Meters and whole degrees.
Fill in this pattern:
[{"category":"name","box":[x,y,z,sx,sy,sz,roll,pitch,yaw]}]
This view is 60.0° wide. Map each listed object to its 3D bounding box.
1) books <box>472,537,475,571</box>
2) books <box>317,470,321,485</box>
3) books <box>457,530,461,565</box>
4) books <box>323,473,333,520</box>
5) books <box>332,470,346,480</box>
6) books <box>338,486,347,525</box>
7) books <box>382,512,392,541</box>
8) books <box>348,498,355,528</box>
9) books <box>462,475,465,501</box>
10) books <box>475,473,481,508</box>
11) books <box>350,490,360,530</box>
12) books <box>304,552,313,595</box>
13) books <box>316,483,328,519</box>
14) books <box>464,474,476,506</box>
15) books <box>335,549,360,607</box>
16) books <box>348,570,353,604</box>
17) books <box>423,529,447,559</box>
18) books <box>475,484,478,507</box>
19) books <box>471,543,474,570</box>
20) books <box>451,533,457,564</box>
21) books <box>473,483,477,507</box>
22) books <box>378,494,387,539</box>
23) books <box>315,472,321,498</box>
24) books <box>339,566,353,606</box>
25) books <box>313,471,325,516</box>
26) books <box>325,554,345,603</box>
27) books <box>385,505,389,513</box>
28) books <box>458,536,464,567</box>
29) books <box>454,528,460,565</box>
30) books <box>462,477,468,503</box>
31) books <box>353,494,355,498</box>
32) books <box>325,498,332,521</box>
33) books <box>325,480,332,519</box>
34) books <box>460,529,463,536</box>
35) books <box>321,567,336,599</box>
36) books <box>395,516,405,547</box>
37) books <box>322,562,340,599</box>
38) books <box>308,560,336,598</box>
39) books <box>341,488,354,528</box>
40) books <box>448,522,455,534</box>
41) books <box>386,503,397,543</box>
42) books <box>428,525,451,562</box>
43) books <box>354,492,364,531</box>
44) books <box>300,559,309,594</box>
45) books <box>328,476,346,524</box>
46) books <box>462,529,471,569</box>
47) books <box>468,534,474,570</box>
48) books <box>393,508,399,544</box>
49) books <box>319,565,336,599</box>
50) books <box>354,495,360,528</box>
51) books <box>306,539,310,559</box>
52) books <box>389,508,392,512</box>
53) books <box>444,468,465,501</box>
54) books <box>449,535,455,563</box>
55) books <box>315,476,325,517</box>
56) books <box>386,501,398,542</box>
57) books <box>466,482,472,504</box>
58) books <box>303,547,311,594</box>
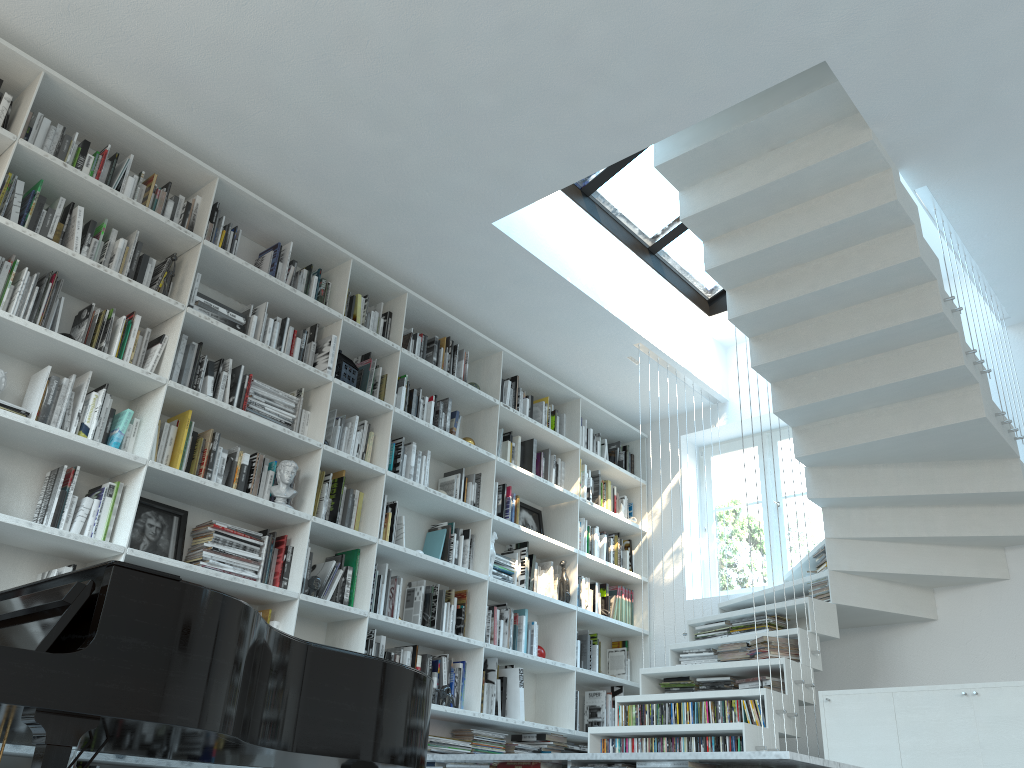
[{"category":"books","box":[-0.281,1.031,5.198,0.159,0.244,0.010,-18,-33,37]},{"category":"books","box":[-1.034,0.577,4.430,0.145,0.292,0.036,-18,-33,37]},{"category":"books","box":[-0.366,0.979,5.119,0.152,0.258,0.015,-18,-33,37]},{"category":"books","box":[-0.985,0.604,4.480,0.164,0.292,0.019,-18,-33,37]},{"category":"books","box":[-0.938,0.614,4.544,0.169,0.336,0.022,-18,-33,37]},{"category":"books","box":[-0.930,0.660,4.540,0.175,0.252,0.033,-18,-33,37]},{"category":"books","box":[-0.719,0.791,4.710,0.191,0.191,0.017,-18,-34,37]},{"category":"books","box":[-0.888,0.695,4.551,0.181,0.203,0.034,-18,-34,37]},{"category":"books","box":[-0.352,0.661,5.285,0.152,0.242,0.016,-18,-33,37]},{"category":"books","box":[-0.261,0.684,5.360,0.182,0.276,0.005,-18,-33,37]},{"category":"books","box":[-0.866,0.690,4.607,0.143,0.265,0.032,-18,-33,37]},{"category":"books","box":[-1.034,0.947,4.303,0.141,0.247,0.035,-18,-33,37]},{"category":"books","box":[-1.000,0.626,4.457,0.180,0.230,0.015,-18,-33,37]},{"category":"books","box":[-0.295,0.677,5.325,0.176,0.255,0.016,-18,-33,37]},{"category":"books","box":[-0.852,1.005,4.483,0.183,0.323,0.014,-18,-33,37]},{"category":"books","box":[-0.868,1.043,4.451,0.148,0.225,0.021,-18,-33,37]},{"category":"books","box":[-0.451,0.946,5.040,0.154,0.240,0.056,-18,-33,37]},{"category":"books","box":[-0.274,0.715,5.342,0.169,0.205,0.012,-18,-34,37]},{"category":"books","box":[-0.300,1.042,5.185,0.164,0.211,0.023,-18,-33,37]},{"category":"books","box":[-0.398,0.977,5.074,0.187,0.218,0.013,-18,-34,37]},{"category":"books","box":[-0.287,0.705,5.323,0.174,0.203,0.013,-18,-34,37]},{"category":"books","box":[-0.746,0.737,4.701,0.192,0.277,0.013,-18,-33,37]},{"category":"books","box":[-1.034,0.584,4.445,0.145,0.292,0.036,-18,-33,37]},{"category":"books","box":[-0.876,1.032,4.427,0.171,0.222,0.029,-18,-33,37]},{"category":"books","box":[-1.015,0.585,4.445,0.145,0.292,0.036,-18,-33,37]},{"category":"books","box":[-0.903,1.002,4.439,0.139,0.284,0.013,-18,-33,37]},{"category":"books","box":[-0.729,0.780,4.745,0.169,0.241,0.008,-18,-33,37]},{"category":"books","box":[-0.352,0.997,5.116,0.178,0.223,0.012,-18,-33,37]},{"category":"books","box":[-0.376,0.971,5.108,0.165,0.262,0.018,-18,-33,37]},{"category":"books","box":[-0.335,0.679,5.301,0.160,0.227,0.017,-18,-33,37]},{"category":"books","box":[-0.886,0.694,4.588,0.145,0.238,0.028,-18,-33,37]},{"category":"books","box":[-0.978,0.678,4.500,0.132,0.180,0.030,-18,-33,37]},{"category":"books","box":[-0.990,0.624,4.503,0.139,0.277,0.036,-18,-33,37]},{"category":"books","box":[-0.350,0.986,5.149,0.154,0.273,0.033,-18,-33,37]},{"category":"books","box":[-0.959,1.005,4.364,0.143,0.211,0.090,-18,-34,37]},{"category":"books","box":[-0.644,0.832,4.801,0.177,0.209,0.051,-18,-34,37]},{"category":"books","box":[-0.947,0.998,4.380,0.150,0.237,0.094,-18,-33,37]},{"category":"books","box":[-0.971,0.976,4.326,0.190,0.227,0.096,-18,-34,37]},{"category":"books","box":[-0.897,0.667,4.538,0.189,0.241,0.027,-18,-33,37]},{"category":"books","box":[-0.399,0.951,5.109,0.154,0.294,0.013,-18,-33,37]},{"category":"books","box":[-0.696,0.783,4.778,0.178,0.268,0.006,-18,-33,37]},{"category":"books","box":[-0.421,0.947,5.067,0.174,0.263,0.021,-18,-33,37]},{"category":"books","box":[-0.850,0.706,4.640,0.142,0.267,0.033,-18,-33,37]},{"category":"books","box":[-1.052,0.945,4.238,0.182,0.191,0.027,-18,-34,37]},{"category":"books","box":[-0.933,0.625,4.515,0.182,0.291,0.019,-18,-33,37]},{"category":"books","box":[-0.319,0.989,5.150,0.184,0.272,0.012,-18,-33,37]},{"category":"books","box":[-0.298,1.014,5.174,0.169,0.251,0.011,-18,-33,37]},{"category":"books","box":[-0.683,0.807,4.808,0.161,0.253,0.007,-18,-33,37]},{"category":"books","box":[-0.964,0.992,4.337,0.176,0.209,0.089,-18,-34,37]},{"category":"books","box":[-0.865,0.709,4.624,0.149,0.246,0.019,-18,-33,37]},{"category":"books","box":[-1.048,0.905,4.286,0.141,0.305,0.013,-18,-33,37]},{"category":"books","box":[-0.711,0.793,4.770,0.133,0.241,0.017,-18,-33,37]},{"category":"books","box":[-0.352,0.642,5.273,0.164,0.266,0.015,-18,-33,37]},{"category":"books","box":[-0.404,0.977,5.065,0.188,0.209,0.006,-18,-34,37]},{"category":"books","box":[-1.018,0.594,4.462,0.145,0.292,0.036,-18,-33,37]},{"category":"books","box":[-0.690,0.782,4.795,0.159,0.286,0.013,-18,-33,37]},{"category":"books","box":[-0.314,0.699,5.310,0.173,0.201,0.013,-18,-34,37]},{"category":"books","box":[-1.048,0.930,4.291,0.157,0.264,0.012,-18,-33,37]}]
